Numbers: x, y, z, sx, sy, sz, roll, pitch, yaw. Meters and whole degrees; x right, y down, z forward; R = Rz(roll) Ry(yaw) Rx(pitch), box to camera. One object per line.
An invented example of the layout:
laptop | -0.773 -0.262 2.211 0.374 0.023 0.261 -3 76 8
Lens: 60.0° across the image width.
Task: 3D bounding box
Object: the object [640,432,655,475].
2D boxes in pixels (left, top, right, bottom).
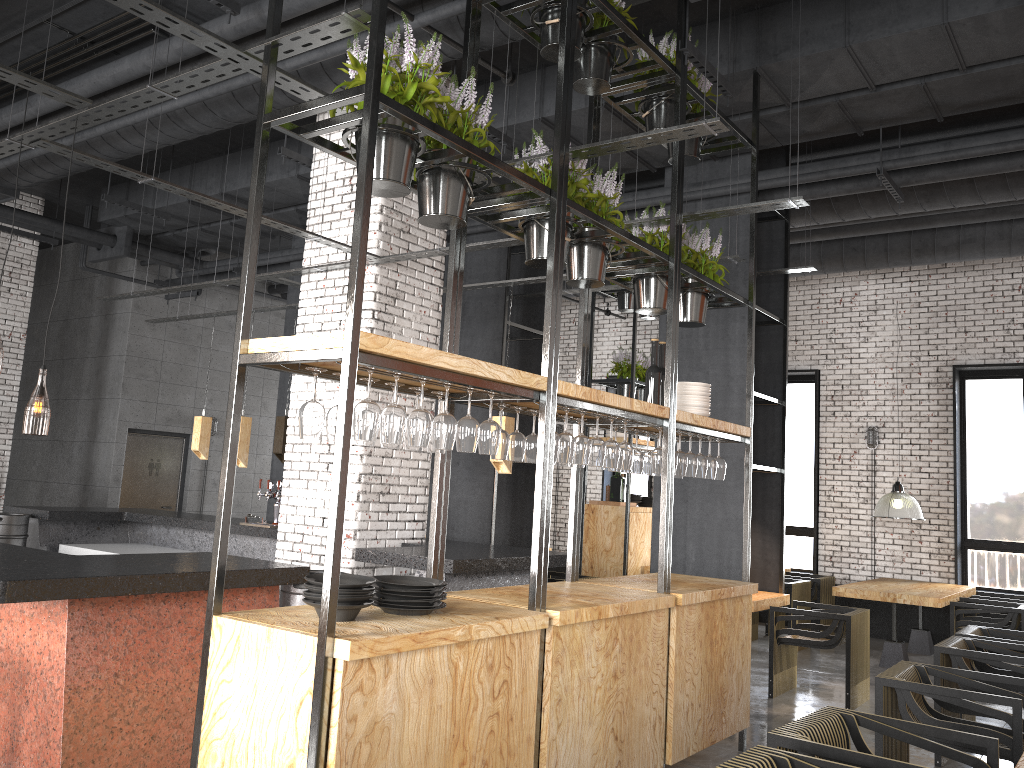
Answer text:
object | 0.846 0.434 5.541 0.101 0.268 0.100 3 -8 -1

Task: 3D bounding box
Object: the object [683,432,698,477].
object | 1.079 0.428 5.375 0.101 0.268 0.100 3 -8 -1

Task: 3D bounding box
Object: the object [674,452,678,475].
object | 0.914 0.391 5.146 0.101 0.268 0.100 6 -8 -17

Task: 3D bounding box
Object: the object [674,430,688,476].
object | 0.994 0.409 5.257 0.101 0.268 0.100 3 -8 -1

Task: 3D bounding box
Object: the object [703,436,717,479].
object | 1.249 0.466 5.611 0.101 0.268 0.100 3 -8 -1

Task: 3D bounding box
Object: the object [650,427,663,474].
object | 0.840 0.374 5.043 0.101 0.268 0.100 6 -8 -17

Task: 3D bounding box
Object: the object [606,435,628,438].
object | 1.283 0.640 10.581 0.334 0.033 0.334 5 -7 -16

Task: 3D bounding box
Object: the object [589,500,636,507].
object | 1.196 1.418 10.502 0.411 0.050 0.410 -1 -8 35

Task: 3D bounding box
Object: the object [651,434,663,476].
object | 0.931 0.453 5.659 0.101 0.268 0.100 3 -8 -1

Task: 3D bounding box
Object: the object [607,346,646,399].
object | 1.395 -0.068 10.775 0.467 0.560 0.415 3 -8 1

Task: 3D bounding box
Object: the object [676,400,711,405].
object | 1.121 0.134 5.760 0.334 0.040 0.334 8 -8 -32

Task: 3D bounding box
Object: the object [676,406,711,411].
object | 1.119 0.173 5.754 0.335 0.040 0.334 3 -7 0

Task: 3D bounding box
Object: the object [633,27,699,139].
object | 0.969 -1.840 5.616 0.416 0.560 0.466 2 -8 9

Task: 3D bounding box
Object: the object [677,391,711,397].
object | 1.123 0.080 5.768 0.334 0.041 0.334 3 -7 5

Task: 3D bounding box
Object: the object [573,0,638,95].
object | 0.461 -1.943 5.005 0.467 0.560 0.415 -1 -9 30

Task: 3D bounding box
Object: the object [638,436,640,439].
object | 1.535 0.478 10.943 0.098 0.472 0.098 1 -8 13

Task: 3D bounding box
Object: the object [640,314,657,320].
object | 1.751 -1.110 11.345 0.467 0.560 0.415 4 -8 -6

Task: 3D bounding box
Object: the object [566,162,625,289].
object | 0.413 -0.825 4.898 0.416 0.560 0.466 3 -7 3

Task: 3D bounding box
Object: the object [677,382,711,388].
object | 1.127 0.023 5.776 0.334 0.039 0.334 2 -7 10

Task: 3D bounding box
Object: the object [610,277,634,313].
object | 1.420 -1.177 10.946 0.416 0.560 0.466 2 -8 10

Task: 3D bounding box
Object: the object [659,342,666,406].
object | 0.927 -0.026 5.498 0.098 0.472 0.098 4 -8 -2

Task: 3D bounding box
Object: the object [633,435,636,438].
object | 1.473 0.464 10.857 0.098 0.472 0.098 1 -8 13

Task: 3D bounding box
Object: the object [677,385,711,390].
object | 1.126 0.042 5.773 0.335 0.039 0.334 2 -7 11

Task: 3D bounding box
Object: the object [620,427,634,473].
object | 0.681 0.397 5.312 0.101 0.268 0.100 6 -8 -17

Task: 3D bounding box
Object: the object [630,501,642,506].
object | 1.449 1.451 10.766 0.257 0.068 0.256 -3 -9 43

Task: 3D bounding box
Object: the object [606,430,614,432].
object | 1.286 0.581 10.588 0.335 0.040 0.334 3 -7 0

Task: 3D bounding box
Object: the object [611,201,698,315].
object | 0.878 -0.723 5.523 0.416 0.560 0.466 -4 -10 44

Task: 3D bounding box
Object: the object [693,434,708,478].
object | 1.164 0.447 5.493 0.101 0.268 0.100 3 -8 -1

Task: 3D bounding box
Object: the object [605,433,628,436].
object | 1.283 0.620 10.584 0.334 0.046 0.334 1 -7 16

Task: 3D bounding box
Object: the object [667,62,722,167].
object | 1.173 -1.781 6.013 0.416 0.560 0.466 8 -9 -29

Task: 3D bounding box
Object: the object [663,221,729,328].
object | 1.183 -0.665 5.859 0.416 0.560 0.466 -1 -9 29

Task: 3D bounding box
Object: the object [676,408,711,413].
object | 1.118 0.193 5.752 0.335 0.037 0.334 3 -7 2

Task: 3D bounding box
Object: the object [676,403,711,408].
object | 1.119 0.154 5.758 0.334 0.039 0.334 3 -7 2

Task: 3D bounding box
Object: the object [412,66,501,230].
object | -0.296 -0.983 3.920 0.416 0.560 0.466 2 -8 12

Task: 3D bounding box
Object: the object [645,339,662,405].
object | 0.864 -0.040 5.411 0.098 0.472 0.098 4 -8 -2

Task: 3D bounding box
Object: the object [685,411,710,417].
object | 1.115 0.211 5.750 0.334 0.046 0.334 1 -7 16

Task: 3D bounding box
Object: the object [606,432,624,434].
object | 1.286 0.601 10.586 0.335 0.037 0.334 3 -7 2

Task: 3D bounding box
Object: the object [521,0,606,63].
object | 0.275 -1.995 4.659 0.416 0.560 0.467 9 -9 -35

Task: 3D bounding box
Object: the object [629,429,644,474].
object | 0.761 0.415 5.423 0.101 0.268 0.100 3 -8 -1

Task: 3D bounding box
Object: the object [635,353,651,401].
object | 1.656 -0.002 11.201 0.416 0.560 0.466 -1 -9 30

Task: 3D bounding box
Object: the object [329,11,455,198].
object | -0.485 -1.042 3.518 0.467 0.560 0.415 5 -8 -14

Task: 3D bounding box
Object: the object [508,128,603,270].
object | 0.184 -0.882 4.532 0.467 0.560 0.415 5 -8 -15

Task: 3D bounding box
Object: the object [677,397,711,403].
object | 1.121 0.119 5.762 0.334 0.039 0.334 -3 -9 43

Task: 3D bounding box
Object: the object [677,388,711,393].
object | 1.124 0.061 5.771 0.334 0.044 0.334 3 -7 6

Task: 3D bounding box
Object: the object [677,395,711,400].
object | 1.123 0.099 5.764 0.335 0.043 0.333 1 -7 19
